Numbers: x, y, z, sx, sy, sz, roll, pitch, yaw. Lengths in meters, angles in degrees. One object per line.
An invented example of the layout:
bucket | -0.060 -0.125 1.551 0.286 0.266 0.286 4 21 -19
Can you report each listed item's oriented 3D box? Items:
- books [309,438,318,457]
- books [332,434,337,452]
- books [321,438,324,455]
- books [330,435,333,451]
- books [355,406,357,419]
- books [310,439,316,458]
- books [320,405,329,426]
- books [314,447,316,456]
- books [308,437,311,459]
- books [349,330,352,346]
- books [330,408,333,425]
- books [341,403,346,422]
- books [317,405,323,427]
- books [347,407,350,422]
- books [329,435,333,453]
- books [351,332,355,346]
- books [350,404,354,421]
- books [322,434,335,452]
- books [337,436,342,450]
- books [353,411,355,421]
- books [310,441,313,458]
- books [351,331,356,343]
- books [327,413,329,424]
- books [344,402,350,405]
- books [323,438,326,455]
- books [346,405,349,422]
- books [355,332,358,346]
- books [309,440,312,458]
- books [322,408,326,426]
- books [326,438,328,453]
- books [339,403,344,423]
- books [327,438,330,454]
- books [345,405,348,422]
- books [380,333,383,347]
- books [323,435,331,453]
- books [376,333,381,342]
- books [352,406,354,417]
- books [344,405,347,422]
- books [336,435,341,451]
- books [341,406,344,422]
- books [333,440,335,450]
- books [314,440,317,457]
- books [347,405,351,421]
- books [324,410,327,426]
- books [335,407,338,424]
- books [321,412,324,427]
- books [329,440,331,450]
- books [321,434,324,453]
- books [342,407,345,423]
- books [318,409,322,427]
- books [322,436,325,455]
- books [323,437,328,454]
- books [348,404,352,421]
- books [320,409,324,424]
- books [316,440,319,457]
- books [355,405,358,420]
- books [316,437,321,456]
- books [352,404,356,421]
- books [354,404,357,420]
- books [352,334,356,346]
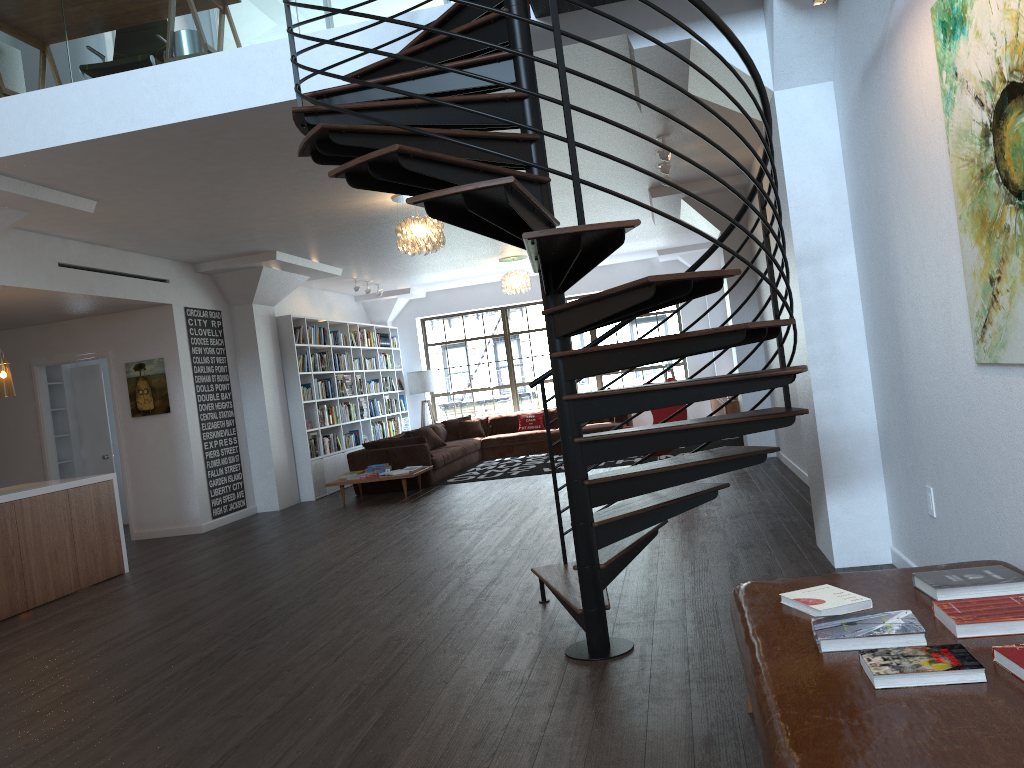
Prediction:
books | -2.676 0.850 11.758 0.183 0.253 0.042 -7 0 10
books | -2.551 0.831 12.427 0.183 0.253 0.042 -7 0 10
books | -2.639 0.832 11.916 0.174 0.278 0.054 -7 0 10
books | -2.577 0.836 12.303 0.160 0.251 0.039 -7 0 10
books | -2.422 0.444 13.364 0.161 0.223 0.026 -7 0 10
books | -2.685 0.859 11.646 0.174 0.240 0.054 -7 0 10
books | -2.639 0.443 12.248 0.176 0.290 0.053 -7 0 10
books | -2.680 0.866 11.690 0.161 0.223 0.033 -7 0 10
books | -2.726 0.842 11.536 0.198 0.284 0.049 -7 0 10
books | -2.543 -0.687 13.541 0.183 0.253 0.042 -7 0 10
books | -2.604 0.468 12.419 0.168 0.231 0.037 -7 0 10
books | -2.518 0.425 12.879 0.176 0.290 0.053 -7 0 10
books | -2.658 0.442 12.029 0.140 0.298 0.044 -7 0 10
books | -2.481 0.453 13.039 0.161 0.223 0.027 -7 0 10
books | -2.581 0.839 12.264 0.171 0.246 0.039 -7 0 10
books | -2.527 -0.680 13.627 0.174 0.236 0.136 -7 0 10
books | -2.460 0.432 13.195 0.180 0.259 0.060 -7 0 10
books | -2.572 0.831 12.343 0.180 0.259 0.042 -7 0 10
books | -2.515 0.850 12.570 0.161 0.207 0.135 -7 0 10
books | -2.443 0.447 13.262 0.161 0.223 0.027 -7 0 10
books | -2.692 0.868 11.603 0.161 0.223 0.032 -7 0 10
books | -2.508 -0.691 13.761 0.160 0.251 0.031 -7 0 10
books | -2.626 0.475 12.287 0.161 0.223 0.026 -7 0 10
books | -2.472 0.418 13.148 0.176 0.290 0.036 -7 0 10
books | -2.614 0.856 12.038 0.161 0.223 0.032 -7 0 10
books | -2.492 0.443 12.998 0.171 0.246 0.057 -7 0 10
books | -2.491 -0.680 13.789 0.161 0.223 0.032 -7 0 10
books | -2.708 0.857 11.575 0.160 0.251 0.031 -7 0 10
books | -2.649 0.467 12.166 0.171 0.246 0.057 -7 0 10
books | -2.602 0.854 12.124 0.161 0.223 0.033 -7 0 10
books | -2.545 0.432 12.771 0.198 0.284 0.066 -7 0 10
books | -2.591 0.861 12.155 0.161 0.223 0.030 -7 0 10
books | -2.497 0.440 12.953 0.183 0.253 0.034 -7 0 10
books | -2.291 -0.727 14.991 0.183 0.253 0.042 -7 0 10
books | -2.598 0.837 12.193 0.183 0.253 0.042 -7 0 10
books | -2.305 -0.725 14.949 0.183 0.253 0.042 -7 0 10
books | -2.449 0.434 13.236 0.160 0.250 0.026 -7 0 10
books | -2.507 0.442 12.921 0.183 0.253 0.034 -7 0 10
books | -2.535 0.838 12.516 0.174 0.236 0.142 -7 0 10
books | -2.520 0.445 12.814 0.160 0.250 0.026 -7 0 10
books | -2.574 0.845 12.388 0.168 0.231 0.045 -7 0 10
books | -2.666 0.864 11.719 0.161 0.223 0.032 -7 0 10
books | -2.484 0.445 13.075 0.174 0.240 0.045 -7 0 10
books | -2.640 0.477 12.208 0.161 0.223 0.027 -7 0 10
books | -2.570 0.453 12.590 0.160 0.250 0.026 -7 0 10
books | -2.650 0.487 12.075 0.144 0.207 0.048 -7 0 10
books | -2.587 0.852 12.229 0.161 0.223 0.033 -7 0 10
books | -2.648 0.830 11.971 0.198 0.284 0.049 -7 0 10
books | -2.512 0.458 12.839 0.161 0.223 0.026 -7 0 10
books | -2.681 0.471 11.982 0.189 0.247 0.057 -7 0 10
books | -2.630 0.845 12.009 0.160 0.251 0.031 -7 0 10
books | -2.617 0.852 12.083 0.176 0.231 0.053 -7 0 10
books | -2.467 0.436 13.112 0.183 0.253 0.034 -7 0 10
books | -2.659 0.471 12.121 0.159 0.241 0.038 -7 0 10
books | -2.665 0.864 11.794 0.161 0.223 0.033 -7 0 10
books | -2.428 0.441 13.397 0.168 0.231 0.037 -7 0 10
books | -2.660 0.848 11.839 0.180 0.251 0.048 -7 0 10
books | -2.448 0.433 13.292 0.183 0.253 0.034 -7 0 10
books | -2.440 0.438 13.331 0.174 0.240 0.045 -7 0 10
books | -2.508 -0.668 13.679 0.161 0.207 0.130 -7 0 10
